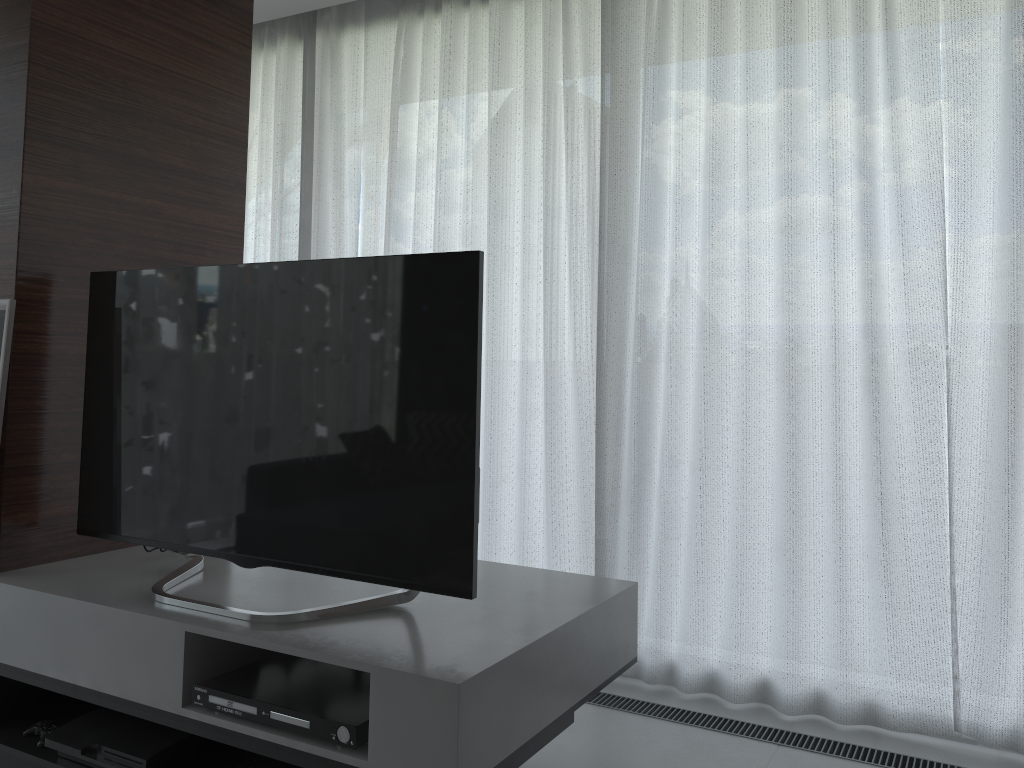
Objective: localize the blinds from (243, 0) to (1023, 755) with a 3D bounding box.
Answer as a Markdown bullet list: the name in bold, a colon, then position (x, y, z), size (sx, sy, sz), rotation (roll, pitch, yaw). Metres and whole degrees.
- **blinds**: position (-1.363, -0.365, 0.214), size (5.797, 2.785, 7.116), rotation (1, 0, 32)

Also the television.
- **television**: position (-0.599, 0.105, 2.100), size (1.230, 0.790, 0.296), rotation (1, -3, 29)

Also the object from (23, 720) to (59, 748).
- **object**: position (-1.136, 0.846, 2.153), size (0.112, 0.036, 0.070), rotation (2, 0, 42)

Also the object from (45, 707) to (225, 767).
- **object**: position (-0.871, 0.835, 2.106), size (0.314, 0.068, 0.313), rotation (1, 1, 29)

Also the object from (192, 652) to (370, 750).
- **object**: position (-0.396, 0.653, 1.875), size (0.430, 0.053, 0.334), rotation (2, 1, 29)

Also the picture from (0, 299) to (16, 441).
- **picture**: position (-1.532, 0.125, 2.377), size (0.500, 0.704, 0.053), rotation (0, -4, 29)

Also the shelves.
- **shelves**: position (-0.917, 0.738, 2.454), size (2.349, 0.502, 0.870), rotation (1, 0, 29)
